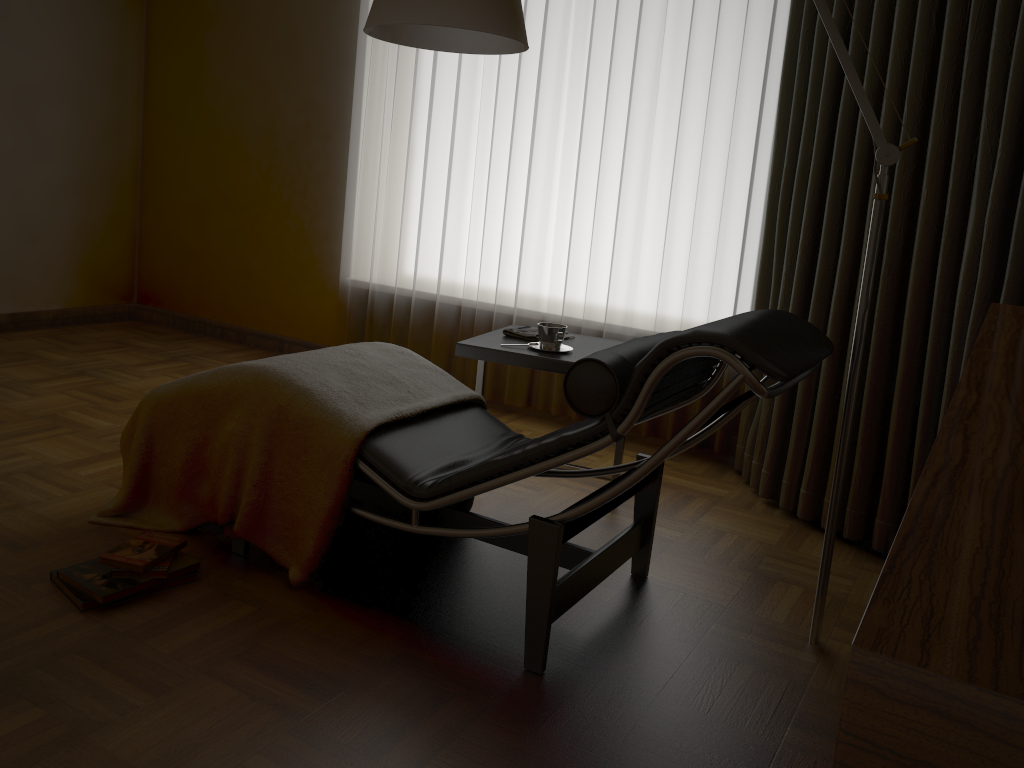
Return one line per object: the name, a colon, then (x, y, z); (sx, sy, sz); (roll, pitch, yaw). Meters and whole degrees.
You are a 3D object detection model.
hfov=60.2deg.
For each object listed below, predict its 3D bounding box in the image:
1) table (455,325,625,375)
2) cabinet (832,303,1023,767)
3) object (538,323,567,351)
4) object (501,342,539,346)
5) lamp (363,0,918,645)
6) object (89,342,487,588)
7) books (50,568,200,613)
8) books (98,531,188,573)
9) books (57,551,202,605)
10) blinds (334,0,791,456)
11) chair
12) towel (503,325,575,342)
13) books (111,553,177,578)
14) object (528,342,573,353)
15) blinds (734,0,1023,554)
table: (0.140, -0.117, 3.006); (0.501, 0.044, 0.523); (10, 14, 20)
cabinet: (0.672, 0.423, 0.983); (0.418, 0.850, 1.688); (10, 13, 28)
object: (0.134, -0.152, 2.877); (0.111, 0.077, 0.098); (12, 13, 30)
object: (0.025, -0.131, 2.870); (0.123, 0.019, 0.030); (5, 11, -2)
lamp: (0.178, -0.385, 2.216); (1.426, 1.942, 0.454); (12, 10, 32)
object: (-0.616, 0.143, 2.647); (0.915, 0.513, 0.925); (12, 13, 29)
books: (-0.942, 0.468, 2.155); (0.202, 0.022, 0.281); (17, 17, 42)
books: (-0.902, 0.410, 2.167); (0.124, 0.018, 0.175); (8, 13, 13)
books: (-0.925, 0.451, 2.145); (0.190, 0.020, 0.266); (14, 15, 32)
blinds: (0.118, -1.017, 3.900); (2.211, 2.262, 0.093); (11, 10, 29)
chair: (-0.154, 0.101, 2.357); (1.800, 0.787, 0.640); (12, 12, 29)
towel: (0.096, -0.178, 3.116); (0.180, 0.035, 0.242); (13, 15, 32)
books: (-0.896, 0.429, 2.168); (0.123, 0.018, 0.175); (3, 13, -11)
object: (0.125, -0.118, 2.885); (0.151, 0.009, 0.151); (14, 15, 34)
blinds: (1.207, -0.689, 2.629); (0.224, 2.421, 1.555); (3, 10, -16)
